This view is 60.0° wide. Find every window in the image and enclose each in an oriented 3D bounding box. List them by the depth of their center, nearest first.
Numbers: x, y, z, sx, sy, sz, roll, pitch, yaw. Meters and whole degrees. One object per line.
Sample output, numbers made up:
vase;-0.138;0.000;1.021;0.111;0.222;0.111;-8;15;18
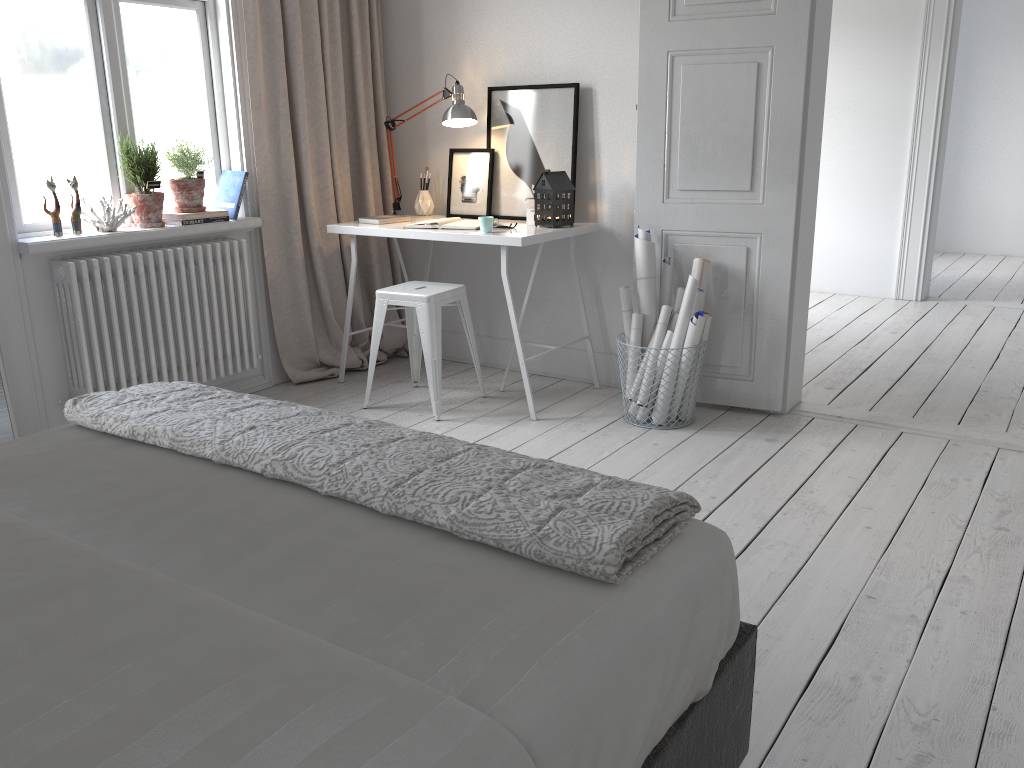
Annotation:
window;-1.625;-1.393;3.540;0.079;1.535;1.048;10;19;33

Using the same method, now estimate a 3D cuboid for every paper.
paper;0.756;-0.069;3.675;0.123;0.464;0.057;1;16;6
paper;0.595;-0.116;3.686;0.049;0.402;0.244;11;19;35
paper;0.637;-0.244;3.696;0.181;0.793;0.431;-4;16;-13
paper;0.632;-0.035;3.698;0.234;0.389;0.078;-8;17;-25
paper;0.717;-0.126;3.701;0.153;0.553;0.060;-4;16;-10
paper;0.578;-0.110;3.734;0.239;0.358;0.047;-14;21;-40
paper;0.609;-0.081;3.740;0.253;0.431;0.054;-6;17;-19
paper;0.751;-0.196;3.750;0.181;0.668;0.073;-11;19;-32
paper;0.518;-0.119;3.755;0.047;0.360;0.129;6;17;22
paper;0.679;-0.134;3.775;0.047;0.541;0.200;11;20;36
paper;0.516;-0.143;3.798;0.046;0.546;0.166;-11;18;-31

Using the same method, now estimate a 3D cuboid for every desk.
desk;-0.226;-0.367;4.207;1.163;0.775;0.641;10;19;33

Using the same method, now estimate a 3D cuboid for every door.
door;0.827;-1.040;3.606;0.678;2.324;0.034;7;17;24

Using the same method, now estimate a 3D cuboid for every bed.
bed;-0.829;0.310;1.153;1.889;1.167;2.178;10;19;33

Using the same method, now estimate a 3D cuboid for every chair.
chair;-0.395;-0.172;3.976;0.407;0.527;0.410;8;18;28

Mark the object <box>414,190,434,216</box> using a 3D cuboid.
object;-0.450;-0.926;4.533;0.101;0.126;0.101;10;19;33

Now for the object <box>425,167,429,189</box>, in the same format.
object;-0.437;-0.986;4.529;0.023;0.239;0.028;9;18;30

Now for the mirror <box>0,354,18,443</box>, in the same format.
mirror;-2.054;-0.352;2.839;0.145;1.553;0.669;10;19;33

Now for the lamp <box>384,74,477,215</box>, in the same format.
lamp;-0.418;-1.102;4.288;0.568;0.745;0.165;8;18;28

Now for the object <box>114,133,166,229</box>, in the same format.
object;-1.513;-0.849;3.638;0.183;0.410;0.199;-2;16;-5

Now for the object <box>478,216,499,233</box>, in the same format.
object;-0.102;-0.669;3.732;0.082;0.065;0.064;9;19;31

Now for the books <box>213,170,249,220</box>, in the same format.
books;-1.275;-0.856;4.008;0.175;0.211;0.101;11;20;36

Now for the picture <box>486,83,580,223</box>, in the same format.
picture;0.085;-1.076;4.148;0.493;0.614;0.062;10;19;33

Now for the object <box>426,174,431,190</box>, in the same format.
object;-0.435;-0.966;4.520;0.054;0.207;0.008;4;16;16

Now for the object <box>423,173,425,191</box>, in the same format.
object;-0.453;-0.970;4.536;0.008;0.207;0.054;5;17;20

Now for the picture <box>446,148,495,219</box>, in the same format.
picture;-0.205;-0.978;4.329;0.261;0.333;0.062;10;19;33

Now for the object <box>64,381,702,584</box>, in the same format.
object;-0.350;0.135;1.827;1.460;0.104;0.405;10;19;33

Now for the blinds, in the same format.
blinds;-0.865;-1.352;4.219;0.225;2.678;0.831;10;19;33

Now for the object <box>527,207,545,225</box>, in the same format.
object;0.113;-0.762;4.026;0.065;0.073;0.078;8;18;29

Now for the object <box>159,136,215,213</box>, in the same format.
object;-1.386;-0.903;3.817;0.220;0.318;0.211;-6;17;-17

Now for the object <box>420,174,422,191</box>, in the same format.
object;-0.463;-0.968;4.529;0.008;0.207;0.054;-1;16;-1

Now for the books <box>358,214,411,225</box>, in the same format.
books;-0.608;-0.787;4.238;0.149;0.024;0.207;13;21;39

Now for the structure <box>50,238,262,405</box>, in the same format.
structure;-1.503;-0.277;3.772;0.216;0.599;0.936;10;19;33

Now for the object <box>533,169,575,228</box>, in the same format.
object;0.185;-0.818;3.905;0.135;0.248;0.135;-14;20;-38

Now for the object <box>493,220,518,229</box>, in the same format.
object;-0.058;-0.704;3.886;0.133;0.047;0.114;6;17;21

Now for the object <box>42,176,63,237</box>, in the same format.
object;-1.743;-0.674;3.365;0.052;0.224;0.045;2;16;10

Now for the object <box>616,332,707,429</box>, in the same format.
object;0.623;-0.022;3.734;0.375;0.350;0.374;10;19;35

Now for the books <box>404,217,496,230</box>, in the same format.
books;-0.279;-0.724;3.996;0.358;0.029;0.291;5;17;19

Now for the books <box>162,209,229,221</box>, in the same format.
books;-1.386;-0.738;3.865;0.157;0.025;0.246;11;20;35

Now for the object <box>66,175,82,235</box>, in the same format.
object;-1.683;-0.690;3.417;0.045;0.224;0.052;-5;16;-14

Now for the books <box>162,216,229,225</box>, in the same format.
books;-1.388;-0.718;3.879;0.156;0.022;0.245;11;20;37

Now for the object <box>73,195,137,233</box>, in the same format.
object;-1.604;-0.676;3.529;0.186;0.149;0.212;13;21;41
